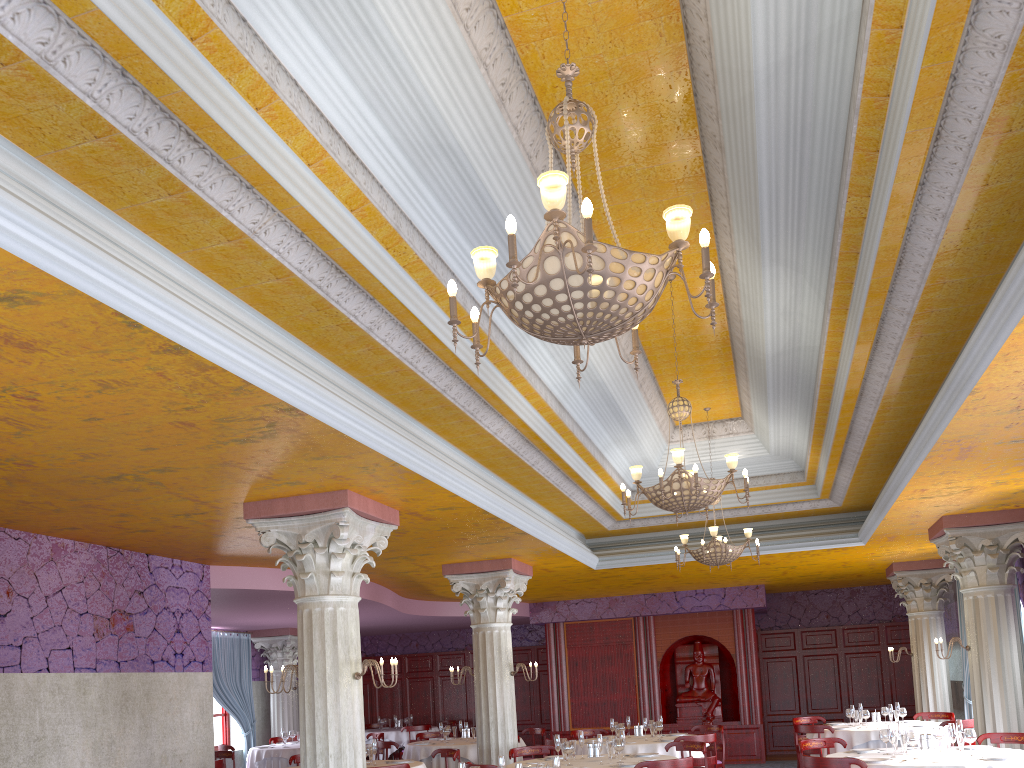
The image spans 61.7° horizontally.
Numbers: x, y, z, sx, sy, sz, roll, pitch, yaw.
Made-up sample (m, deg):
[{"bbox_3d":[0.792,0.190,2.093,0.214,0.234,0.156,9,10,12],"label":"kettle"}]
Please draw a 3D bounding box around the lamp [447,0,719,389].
[{"bbox_3d":[0.237,-1.190,3.535,0.961,2.108,0.990,1,-8,-28],"label":"lamp"}]

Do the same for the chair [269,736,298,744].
[{"bbox_3d":[-4.433,7.580,17.084,0.750,1.056,0.669,2,-10,-28],"label":"chair"}]

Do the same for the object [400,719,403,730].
[{"bbox_3d":[-2.590,7.984,20.082,0.086,0.230,0.088,-3,-7,-3],"label":"object"}]

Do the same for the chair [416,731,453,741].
[{"bbox_3d":[-1.365,6.953,15.752,0.750,1.056,0.669,2,-10,-28],"label":"chair"}]

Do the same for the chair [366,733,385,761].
[{"bbox_3d":[-2.782,7.316,16.577,0.647,1.055,0.777,2,-11,-28],"label":"chair"}]

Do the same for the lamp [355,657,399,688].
[{"bbox_3d":[-1.239,2.614,7.735,0.382,0.264,0.356,-4,-14,4],"label":"lamp"}]

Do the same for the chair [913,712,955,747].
[{"bbox_3d":[6.712,5.812,13.702,0.647,1.055,0.777,2,-11,-28],"label":"chair"}]

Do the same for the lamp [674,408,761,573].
[{"bbox_3d":[2.599,1.334,11.101,0.961,2.108,0.990,1,-8,-28],"label":"lamp"}]

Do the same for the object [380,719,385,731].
[{"bbox_3d":[-3.044,8.001,20.101,0.123,0.256,0.126,3,-10,-37],"label":"object"}]

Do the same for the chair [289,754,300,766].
[{"bbox_3d":[-2.633,5.598,11.689,0.750,1.056,0.669,2,-10,-28],"label":"chair"}]

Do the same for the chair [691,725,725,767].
[{"bbox_3d":[3.002,5.920,13.454,0.647,1.055,0.777,2,-11,-28],"label":"chair"}]

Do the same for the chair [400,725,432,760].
[{"bbox_3d":[-2.172,8.226,19.268,0.750,1.056,0.669,2,-10,-28],"label":"chair"}]

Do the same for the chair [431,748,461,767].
[{"bbox_3d":[-0.982,5.334,11.182,0.647,1.055,0.777,2,-11,-28],"label":"chair"}]

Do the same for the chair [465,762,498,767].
[{"bbox_3d":[-0.152,4.579,9.149,0.647,1.055,0.777,2,-11,-28],"label":"chair"}]

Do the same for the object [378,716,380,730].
[{"bbox_3d":[-3.151,8.049,20.323,0.074,0.325,0.076,-4,-6,8],"label":"object"}]

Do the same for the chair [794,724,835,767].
[{"bbox_3d":[4.545,5.526,12.559,0.647,1.055,0.777,2,-11,-28],"label":"chair"}]

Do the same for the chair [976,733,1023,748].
[{"bbox_3d":[5.288,4.291,9.143,0.647,1.055,0.777,2,-11,-28],"label":"chair"}]

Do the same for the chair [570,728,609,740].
[{"bbox_3d":[1.350,6.184,13.961,0.750,1.056,0.669,2,-10,-28],"label":"chair"}]

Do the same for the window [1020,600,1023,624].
[{"bbox_3d":[7.661,3.801,12.511,0.161,2.450,3.718,-4,-15,16],"label":"window"}]

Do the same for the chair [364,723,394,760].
[{"bbox_3d":[-3.308,9.041,21.426,0.750,1.056,0.669,2,-10,-28],"label":"chair"}]

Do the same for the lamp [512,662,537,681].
[{"bbox_3d":[0.182,4.132,12.286,0.382,0.264,0.356,-4,-14,4],"label":"lamp"}]

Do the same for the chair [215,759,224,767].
[{"bbox_3d":[-4.263,5.646,11.583,0.657,1.055,0.765,-8,-11,31],"label":"chair"}]

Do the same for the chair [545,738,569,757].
[{"bbox_3d":[0.835,5.633,12.311,0.647,1.055,0.777,2,-11,-28],"label":"chair"}]

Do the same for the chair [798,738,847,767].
[{"bbox_3d":[3.637,4.555,9.650,0.750,1.056,0.669,2,-10,-28],"label":"chair"}]

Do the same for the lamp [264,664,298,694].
[{"bbox_3d":[-2.118,2.793,8.114,0.382,0.264,0.356,-4,-14,4],"label":"lamp"}]

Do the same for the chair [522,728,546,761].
[{"bbox_3d":[0.287,6.689,15.245,0.647,1.055,0.777,2,-11,-28],"label":"chair"}]

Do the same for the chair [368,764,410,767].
[{"bbox_3d":[-1.497,4.783,9.531,0.750,1.056,0.669,2,-10,-28],"label":"chair"}]

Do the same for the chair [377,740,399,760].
[{"bbox_3d":[-1.880,6.403,14.102,0.647,1.055,0.777,2,-11,-28],"label":"chair"}]

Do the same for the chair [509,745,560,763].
[{"bbox_3d":[0.363,5.129,10.799,0.750,1.056,0.669,2,-10,-28],"label":"chair"}]

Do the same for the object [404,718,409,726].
[{"bbox_3d":[-2.480,7.979,20.122,0.124,0.256,0.124,-8,-9,30],"label":"object"}]

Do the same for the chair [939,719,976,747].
[{"bbox_3d":[6.196,5.261,12.051,0.750,1.056,0.669,2,-10,-28],"label":"chair"}]

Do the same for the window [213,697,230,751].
[{"bbox_3d":[-6.757,6.108,16.941,0.161,2.450,3.718,-4,-15,16],"label":"window"}]

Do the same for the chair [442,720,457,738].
[{"bbox_3d":[-1.657,8.777,20.919,0.647,1.055,0.777,2,-11,-28],"label":"chair"}]

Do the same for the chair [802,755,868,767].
[{"bbox_3d":[3.121,4.005,7.999,0.647,1.055,0.777,2,-11,-28],"label":"chair"}]

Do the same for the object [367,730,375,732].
[{"bbox_3d":[-3.313,8.050,19.854,0.257,0.019,0.057,6,-20,-23],"label":"object"}]

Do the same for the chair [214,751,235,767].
[{"bbox_3d":[-4.643,6.255,13.266,0.761,1.056,0.660,-9,-11,31],"label":"chair"}]

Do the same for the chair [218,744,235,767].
[{"bbox_3d":[-4.948,7.030,15.434,0.647,1.055,0.777,2,-11,-28],"label":"chair"}]

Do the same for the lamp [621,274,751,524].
[{"bbox_3d":[1.427,0.083,7.349,0.961,2.108,0.990,1,-8,-28],"label":"lamp"}]

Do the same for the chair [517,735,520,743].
[{"bbox_3d":[-0.228,6.138,13.594,0.750,1.056,0.669,2,-10,-28],"label":"chair"}]

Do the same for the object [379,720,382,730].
[{"bbox_3d":[-3.082,8.055,20.210,0.086,0.230,0.088,-3,-7,-3],"label":"object"}]

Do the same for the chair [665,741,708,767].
[{"bbox_3d":[2.015,4.865,10.292,0.647,1.055,0.777,2,-11,-28],"label":"chair"}]

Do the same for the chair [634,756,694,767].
[{"bbox_3d":[1.499,4.314,8.641,0.750,1.056,0.669,2,-10,-28],"label":"chair"}]

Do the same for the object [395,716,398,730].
[{"bbox_3d":[-2.702,7.919,20.019,0.074,0.325,0.076,-4,-6,8],"label":"object"}]

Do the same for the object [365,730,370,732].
[{"bbox_3d":[-3.441,8.114,20.022,0.313,0.023,0.330,-2,-19,-3],"label":"object"}]

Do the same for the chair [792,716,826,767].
[{"bbox_3d":[5.060,6.076,14.209,0.750,1.056,0.669,2,-10,-28],"label":"chair"}]

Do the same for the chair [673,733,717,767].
[{"bbox_3d":[2.487,5.369,11.803,0.750,1.056,0.669,2,-10,-28],"label":"chair"}]

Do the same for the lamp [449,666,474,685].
[{"bbox_3d":[-0.711,4.296,12.621,0.382,0.264,0.356,-4,-14,4],"label":"lamp"}]

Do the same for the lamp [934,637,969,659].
[{"bbox_3d":[5.487,3.304,10.716,0.382,0.264,0.356,-4,-14,4],"label":"lamp"}]
